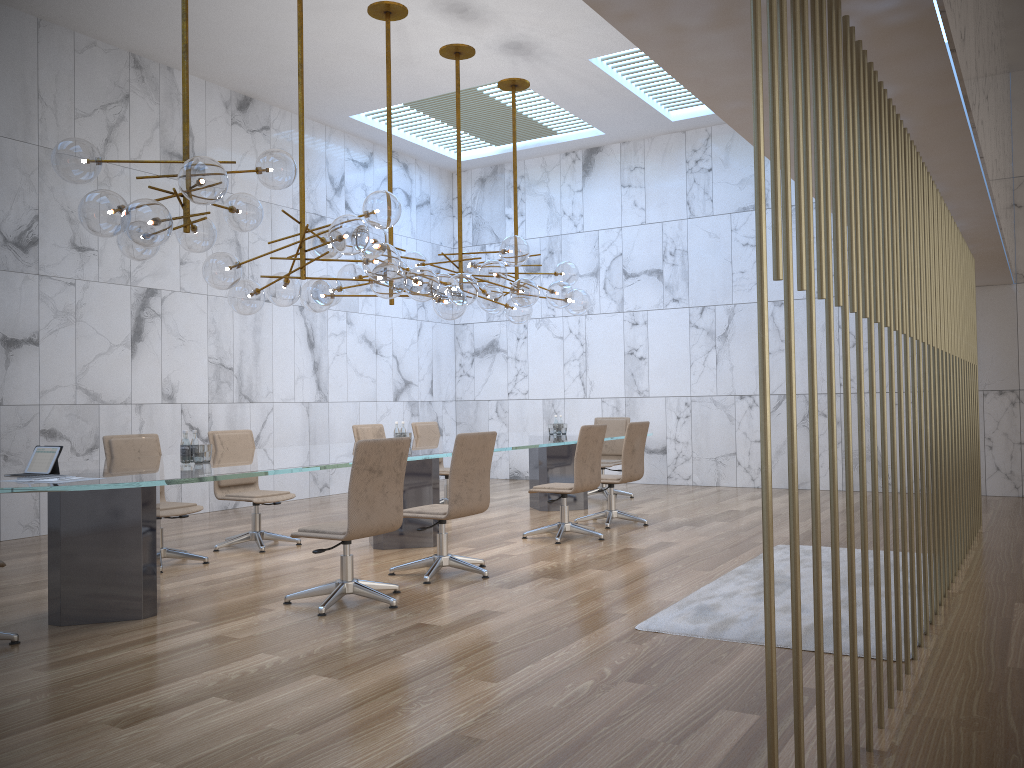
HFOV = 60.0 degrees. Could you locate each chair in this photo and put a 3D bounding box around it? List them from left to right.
[{"bbox_3d":[-2.901,0.837,4.386,0.726,1.000,0.697,-2,-2,31],"label":"chair"},{"bbox_3d":[-2.741,0.889,6.798,0.697,1.000,0.726,-2,-2,31],"label":"chair"},{"bbox_3d":[-2.232,0.900,7.644,0.697,1.000,0.726,-2,-2,31],"label":"chair"},{"bbox_3d":[-0.980,0.828,5.386,0.697,1.000,0.726,-2,-2,31],"label":"chair"},{"bbox_3d":[-1.280,0.920,9.226,0.697,1.000,0.726,-2,-2,31],"label":"chair"},{"bbox_3d":[-0.765,0.930,10.084,0.697,1.000,0.726,-2,-2,31],"label":"chair"},{"bbox_3d":[-0.465,0.839,6.242,0.697,1.000,0.726,-2,-2,31],"label":"chair"},{"bbox_3d":[0.488,0.859,7.828,0.697,1.000,0.726,-2,-2,31],"label":"chair"},{"bbox_3d":[1.148,0.922,11.105,0.726,1.000,0.697,-2,-2,31],"label":"chair"},{"bbox_3d":[1.000,0.870,8.679,0.697,1.000,0.726,-2,-2,31],"label":"chair"}]

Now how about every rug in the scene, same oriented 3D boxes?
[{"bbox_3d":[1.966,1.268,5.588,1.320,0.034,3.025,-2,-2,30],"label":"rug"}]

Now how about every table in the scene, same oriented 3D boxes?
[{"bbox_3d":[-0.940,0.955,7.627,2.092,0.835,7.924,-2,-2,31],"label":"table"}]

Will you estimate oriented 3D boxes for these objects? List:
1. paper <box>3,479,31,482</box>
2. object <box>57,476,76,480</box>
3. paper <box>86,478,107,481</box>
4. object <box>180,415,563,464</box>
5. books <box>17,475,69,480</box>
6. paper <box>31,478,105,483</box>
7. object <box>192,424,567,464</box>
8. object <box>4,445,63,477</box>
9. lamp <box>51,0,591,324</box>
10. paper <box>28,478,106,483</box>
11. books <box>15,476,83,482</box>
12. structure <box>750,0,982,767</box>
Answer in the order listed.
[{"bbox_3d":[-2.448,0.492,4.592,0.210,0.001,0.290,-2,-1,29],"label":"paper"},{"bbox_3d":[-2.264,0.477,4.517,0.011,0.011,0.158,-1,-1,6],"label":"object"},{"bbox_3d":[-2.243,0.487,4.481,0.210,0.001,0.290,-2,-1,25],"label":"paper"},{"bbox_3d":[-0.795,0.434,7.923,0.124,0.213,5.189,-2,-2,31],"label":"object"},{"bbox_3d":[-2.425,0.482,4.586,0.126,0.012,0.205,-2,-1,28],"label":"books"},{"bbox_3d":[-2.243,0.486,4.481,0.210,0.001,0.290,-2,-1,24],"label":"paper"},{"bbox_3d":[-0.759,0.481,7.885,0.183,0.117,5.112,-2,-2,31],"label":"object"},{"bbox_3d":[-2.649,0.424,4.899,0.255,0.159,0.205,-2,-2,31],"label":"object"},{"bbox_3d":[-1.049,-1.858,7.590,1.557,2.716,5.672,-2,-2,31],"label":"lamp"},{"bbox_3d":[-2.243,0.487,4.481,0.210,0.001,0.290,-2,-1,23],"label":"paper"},{"bbox_3d":[-2.356,0.485,4.527,0.239,0.012,0.205,-1,-1,18],"label":"books"},{"bbox_3d":[2.417,0.034,5.060,0.023,2.456,7.223,-2,-2,31],"label":"structure"}]
